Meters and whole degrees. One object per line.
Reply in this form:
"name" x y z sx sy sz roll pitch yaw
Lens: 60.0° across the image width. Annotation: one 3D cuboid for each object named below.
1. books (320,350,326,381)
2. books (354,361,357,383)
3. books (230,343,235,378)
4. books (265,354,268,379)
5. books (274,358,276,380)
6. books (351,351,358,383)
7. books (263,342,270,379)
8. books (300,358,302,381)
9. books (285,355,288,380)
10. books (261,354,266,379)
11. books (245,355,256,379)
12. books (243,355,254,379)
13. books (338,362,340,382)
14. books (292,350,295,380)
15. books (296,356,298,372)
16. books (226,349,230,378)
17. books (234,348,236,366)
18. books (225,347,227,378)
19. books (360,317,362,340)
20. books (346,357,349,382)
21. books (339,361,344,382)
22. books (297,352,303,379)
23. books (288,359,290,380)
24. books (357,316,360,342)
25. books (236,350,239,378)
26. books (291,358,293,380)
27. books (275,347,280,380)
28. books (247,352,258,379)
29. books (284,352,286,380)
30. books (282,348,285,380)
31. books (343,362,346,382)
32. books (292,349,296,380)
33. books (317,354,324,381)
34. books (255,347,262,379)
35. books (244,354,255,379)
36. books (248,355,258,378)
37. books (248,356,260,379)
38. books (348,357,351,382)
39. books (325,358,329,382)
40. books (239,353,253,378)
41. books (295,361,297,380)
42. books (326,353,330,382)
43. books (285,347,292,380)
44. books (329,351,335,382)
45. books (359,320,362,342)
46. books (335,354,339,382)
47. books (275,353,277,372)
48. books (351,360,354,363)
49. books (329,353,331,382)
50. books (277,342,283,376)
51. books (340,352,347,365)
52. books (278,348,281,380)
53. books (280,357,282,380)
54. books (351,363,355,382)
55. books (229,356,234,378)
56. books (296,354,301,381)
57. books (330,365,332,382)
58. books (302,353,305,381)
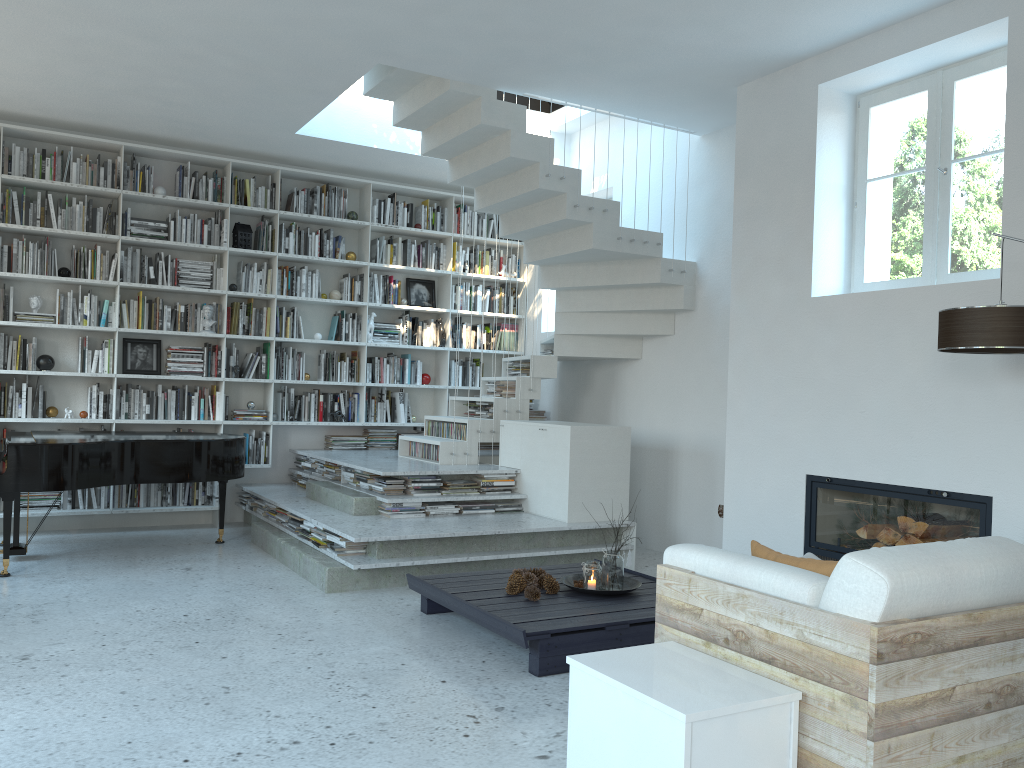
"books" -1.742 -0.168 8.148 0.016 0.289 0.131 2 0 -30
"books" -1.486 -0.116 8.271 0.013 0.204 0.158 2 0 -30
"books" -2.441 -0.203 7.728 0.013 0.307 0.141 2 0 -30
"books" -2.200 -0.154 7.861 0.021 0.226 0.148 2 0 -30
"books" -2.134 -0.132 7.909 0.015 0.188 0.168 2 0 -30
"books" -1.472 -0.161 8.269 0.007 0.295 0.162 2 0 -30
"books" -2.182 -0.202 7.868 0.014 0.325 0.182 2 0 -30
"books" -1.931 -0.134 8.016 0.014 0.207 0.180 2 0 -30
"books" -2.042 -0.148 7.936 0.011 0.226 0.188 2 0 -30
"books" -2.217 -0.153 7.839 0.029 0.223 0.171 2 0 -30
"books" -2.318 -0.148 7.804 0.090 0.212 0.143 2 0 -30
"books" -2.333 -0.148 7.777 0.089 0.210 0.175 2 0 -30
"books" -1.624 -0.110 8.177 0.018 0.182 0.182 2 0 -30
"books" -1.986 -0.166 7.981 0.012 0.267 0.183 2 0 -30
"books" -1.960 -0.143 8.015 0.008 0.223 0.133 2 0 -30
"books" -2.486 -0.178 7.708 0.028 0.253 0.142 2 0 -30
"books" -2.436 -0.182 7.742 0.012 0.266 0.157 2 0 -30
"books" -2.510 -0.184 7.699 0.024 0.263 0.154 2 0 -30
"books" -1.430 -0.502 8.290 0.010 0.245 0.158 2 0 -30
"books" -1.557 -0.131 8.225 0.018 0.229 0.181 2 0 -30
"books" -1.594 -0.115 8.206 0.015 0.195 0.175 2 0 -30
"books" -1.920 -0.160 8.028 0.014 0.261 0.142 2 0 -30
"books" -2.025 -0.127 7.955 0.013 0.186 0.183 2 0 -30
"books" -1.456 -0.506 8.268 0.011 0.252 0.169 2 0 -30
"books" -2.416 -0.173 7.754 0.035 0.248 0.141 2 0 -30
"books" -2.003 -0.135 7.985 0.013 0.203 0.167 2 0 -30
"books" -2.105 -0.185 7.919 0.018 0.295 0.177 2 0 -30
"books" -2.303 -0.162 7.810 0.094 0.238 0.149 2 0 -30
"books" -2.057 -0.160 7.939 0.013 0.248 0.165 2 0 -30
"books" -2.063 -0.177 7.933 0.005 0.284 0.159 2 0 -30
"books" -1.577 -0.109 8.211 0.019 0.183 0.190 2 0 -30
"books" -1.976 -0.174 8.005 0.006 0.285 0.159 2 0 -30
"books" -1.751 -0.150 8.129 0.019 0.251 0.130 2 0 -30
"books" -2.244 -0.185 7.846 0.013 0.286 0.138 2 0 -30
"books" -2.329 -0.156 7.802 0.095 0.226 0.144 2 0 -30
"books" -2.304 -0.150 7.820 0.090 0.215 0.139 2 0 -30
"books" -2.288 -0.143 7.817 0.091 0.205 0.169 2 0 -30
"books" -1.532 -0.131 8.253 0.021 0.232 0.155 2 0 -30
"books" -1.716 -0.131 8.132 0.016 0.216 0.177 2 0 -30
"books" -2.345 -0.158 7.764 0.095 0.228 0.190 2 0 -30
"books" -1.969 -0.121 8.008 0.013 0.179 0.140 2 0 -30
"books" -1.709 -0.153 8.152 0.015 0.262 0.149 2 0 -30
"books" -2.011 -0.182 7.961 0.014 0.297 0.175 2 0 -30
"books" -1.663 -0.163 8.184 0.007 0.285 0.159 2 0 -30
"books" -1.449 -0.485 8.290 0.023 0.212 0.164 2 0 -30
"books" -1.639 -0.145 8.168 0.018 0.251 0.184 2 0 -30
"books" -2.126 -0.157 7.923 0.011 0.239 0.136 2 0 -30
"books" -1.504 -0.117 8.272 0.016 0.205 0.141 2 0 -30
"books" -1.698 -0.151 8.157 0.008 0.259 0.158 2 0 -30
"books" -2.085 -0.207 7.947 0.007 0.342 0.149 2 0 -30
"books" -1.567 -0.154 8.220 0.006 0.274 0.173 2 0 -30
"books" -2.094 -0.177 7.923 0.006 0.281 0.155 2 0 -30
"books" -2.091 -0.139 7.934 0.013 0.204 0.154 2 0 -30
"books" -1.504 -0.105 8.240 0.016 0.180 0.189 2 0 -30
"books" -2.453 -0.147 7.705 0.027 0.192 0.182 2 0 -30
"books" -1.945 -0.150 8.012 0.015 0.238 0.176 2 0 -30
"books" -1.692 -0.126 8.184 0.031 0.208 0.122 2 0 -30
"books" -1.909 -0.155 8.035 0.013 0.251 0.172 2 0 -30
